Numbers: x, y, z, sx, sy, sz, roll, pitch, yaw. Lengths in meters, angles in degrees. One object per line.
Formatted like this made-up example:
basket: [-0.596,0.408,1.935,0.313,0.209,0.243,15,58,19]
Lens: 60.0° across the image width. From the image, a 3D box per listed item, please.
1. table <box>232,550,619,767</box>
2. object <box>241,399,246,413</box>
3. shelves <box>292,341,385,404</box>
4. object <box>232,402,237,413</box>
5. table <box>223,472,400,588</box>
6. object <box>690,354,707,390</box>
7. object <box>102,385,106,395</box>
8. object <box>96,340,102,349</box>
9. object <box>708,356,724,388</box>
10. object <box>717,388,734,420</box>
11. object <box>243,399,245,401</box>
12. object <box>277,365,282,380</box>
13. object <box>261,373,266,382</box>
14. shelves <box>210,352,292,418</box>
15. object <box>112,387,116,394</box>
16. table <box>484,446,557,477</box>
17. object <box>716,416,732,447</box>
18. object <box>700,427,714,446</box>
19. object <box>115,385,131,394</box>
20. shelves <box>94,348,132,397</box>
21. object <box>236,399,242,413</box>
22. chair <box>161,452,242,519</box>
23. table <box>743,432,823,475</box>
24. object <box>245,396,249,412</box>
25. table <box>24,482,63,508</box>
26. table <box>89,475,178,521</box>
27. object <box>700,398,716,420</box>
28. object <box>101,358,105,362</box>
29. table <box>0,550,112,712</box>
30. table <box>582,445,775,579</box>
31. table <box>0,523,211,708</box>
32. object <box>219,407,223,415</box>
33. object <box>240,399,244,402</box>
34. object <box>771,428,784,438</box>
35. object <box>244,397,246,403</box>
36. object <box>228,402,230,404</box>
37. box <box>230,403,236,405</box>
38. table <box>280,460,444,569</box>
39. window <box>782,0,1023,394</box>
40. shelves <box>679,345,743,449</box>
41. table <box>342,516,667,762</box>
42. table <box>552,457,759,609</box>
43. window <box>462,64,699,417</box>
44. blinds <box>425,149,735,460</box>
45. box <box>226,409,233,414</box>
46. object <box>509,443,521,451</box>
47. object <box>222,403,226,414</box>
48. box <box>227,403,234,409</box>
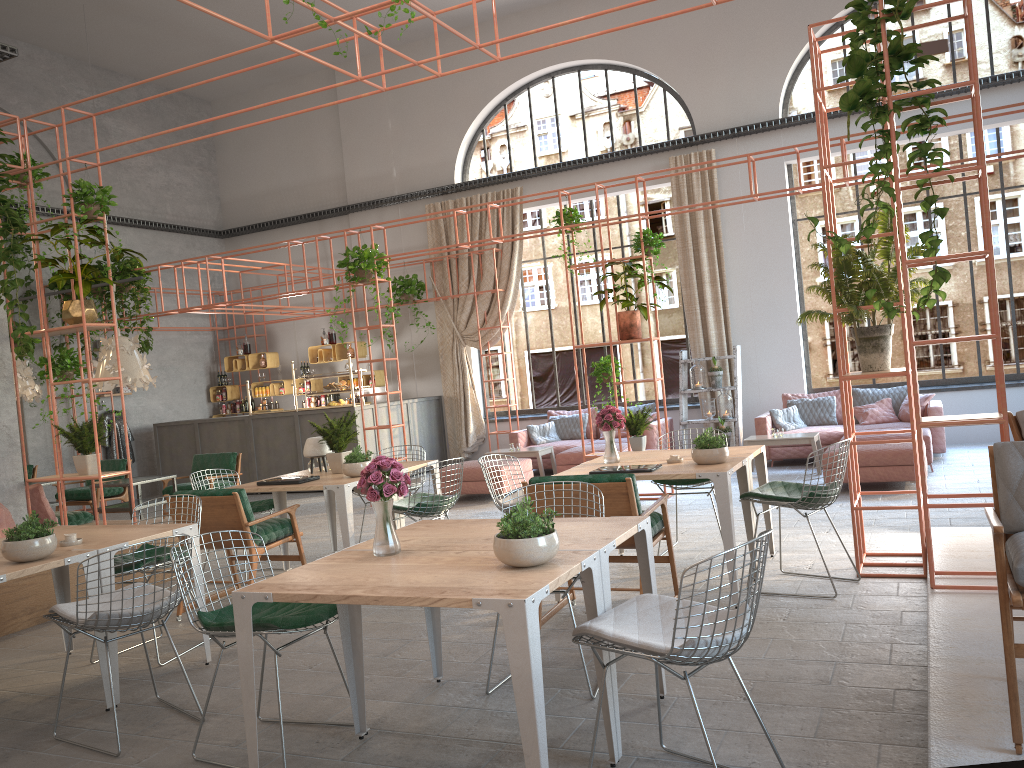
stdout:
table: [-0.314,1.114,3.340,1.205,0.830,0.694,-5,1,25]
object: [-5.171,0.563,16.339,0.711,0.529,0.084,-5,1,28]
shelves: [-2.986,0.224,15.402,1.750,1.838,0.328,-5,1,25]
object: [-5.095,0.430,16.280,0.105,0.219,0.073,-5,1,31]
table: [-1.584,1.178,7.060,1.205,0.830,0.694,-5,1,25]
object: [2.651,-0.176,12.685,0.216,0.500,0.216,-6,1,-33]
object: [-6.621,0.093,14.383,0.092,0.164,0.055,-5,1,44]
object: [-6.663,-0.647,14.376,0.133,0.145,0.133,-6,1,-13]
object: [2.885,-0.173,12.571,0.217,0.457,0.212,-5,1,42]
object: [2.976,0.271,12.385,0.216,0.430,0.219,-5,1,19]
object: [-4.939,0.398,16.371,0.094,0.248,0.072,-5,1,25]
object: [-4.187,-0.205,15.978,0.075,0.273,0.075,-6,1,-9]
object: [-4.471,-0.122,15.979,0.083,0.159,0.083,-5,1,34]
shelves: [-4.716,0.377,16.221,1.750,1.838,0.328,-5,1,25]
object: [-6.548,0.064,14.513,0.081,0.204,0.081,-5,1,26]
table: [0.117,1.138,12.310,0.916,0.455,0.520,-5,1,25]
object: [2.932,0.671,12.274,0.236,0.464,0.225,-5,1,3]
object: [2.729,0.763,12.406,0.192,0.320,0.208,-5,1,31]
object: [-6.454,0.084,14.708,0.129,0.149,0.219,-5,1,25]
shelves: [-6.533,-0.194,14.555,0.186,0.790,0.560,-5,1,25]
object: [-4.997,0.406,16.239,0.094,0.248,0.072,-5,1,25]
chair: [-3.522,1.281,10.119,0.722,0.929,0.685,-5,1,25]
table: [3.302,0.861,10.803,0.916,0.455,0.520,-5,1,25]
object: [-4.833,0.369,16.161,0.066,0.291,0.066,-5,1,9]
table: [-5.498,1.538,10.029,0.602,0.798,0.635,-5,1,25]
table: [-3.917,1.399,9.281,0.602,0.798,0.635,-5,1,25]
object: [2.782,0.354,12.516,0.223,0.297,0.223,-5,1,45]
object: [-6.638,-0.344,14.389,0.145,0.336,0.136,-5,1,39]
table: [-2.778,1.331,4.506,1.205,0.830,0.694,-5,1,25]
table: [1.224,0.931,6.521,1.214,0.830,0.694,-5,1,25]
table: [-2.487,1.294,5.138,1.214,0.830,0.694,-5,1,25]
object: [-5.385,0.499,16.421,0.073,0.131,0.073,-6,1,-40]
object: [-4.965,0.402,16.304,0.094,0.248,0.072,-5,1,25]
object: [3.200,0.620,10.762,0.156,0.145,0.199,-5,1,40]
object: [-4.878,0.374,16.273,0.074,0.287,0.072,-6,1,-33]
object: [-5.255,0.446,16.512,0.070,0.209,0.070,-5,1,8]
box: [-5.158,0.403,16.429,0.122,0.093,0.058,-5,1,25]
table: [-1.293,1.140,7.691,1.214,0.830,0.694,-5,1,25]
window: [5.931,-2.763,12.142,4.126,5.544,0.089,-5,1,25]
shelves: [2.828,0.298,12.633,0.842,1.618,0.856,-5,1,25]
table: [-0.023,1.077,3.970,1.214,0.830,0.694,-5,1,25]
table: [0.933,0.969,5.889,1.205,0.830,0.694,-5,1,25]
window: [1.132,-2.344,14.412,4.127,5.538,0.089,-5,1,25]
blinds: [0.922,-1.075,14.005,4.957,4.389,0.414,-5,1,26]
box: [-5.201,0.502,16.326,0.122,0.093,0.058,-5,1,25]
object: [0.014,0.900,12.268,0.156,0.145,0.199,-5,1,40]
object: [-5.315,0.454,16.373,0.070,0.209,0.070,-5,1,15]
box: [-5.196,0.407,16.362,0.122,0.093,0.058,-5,1,37]
